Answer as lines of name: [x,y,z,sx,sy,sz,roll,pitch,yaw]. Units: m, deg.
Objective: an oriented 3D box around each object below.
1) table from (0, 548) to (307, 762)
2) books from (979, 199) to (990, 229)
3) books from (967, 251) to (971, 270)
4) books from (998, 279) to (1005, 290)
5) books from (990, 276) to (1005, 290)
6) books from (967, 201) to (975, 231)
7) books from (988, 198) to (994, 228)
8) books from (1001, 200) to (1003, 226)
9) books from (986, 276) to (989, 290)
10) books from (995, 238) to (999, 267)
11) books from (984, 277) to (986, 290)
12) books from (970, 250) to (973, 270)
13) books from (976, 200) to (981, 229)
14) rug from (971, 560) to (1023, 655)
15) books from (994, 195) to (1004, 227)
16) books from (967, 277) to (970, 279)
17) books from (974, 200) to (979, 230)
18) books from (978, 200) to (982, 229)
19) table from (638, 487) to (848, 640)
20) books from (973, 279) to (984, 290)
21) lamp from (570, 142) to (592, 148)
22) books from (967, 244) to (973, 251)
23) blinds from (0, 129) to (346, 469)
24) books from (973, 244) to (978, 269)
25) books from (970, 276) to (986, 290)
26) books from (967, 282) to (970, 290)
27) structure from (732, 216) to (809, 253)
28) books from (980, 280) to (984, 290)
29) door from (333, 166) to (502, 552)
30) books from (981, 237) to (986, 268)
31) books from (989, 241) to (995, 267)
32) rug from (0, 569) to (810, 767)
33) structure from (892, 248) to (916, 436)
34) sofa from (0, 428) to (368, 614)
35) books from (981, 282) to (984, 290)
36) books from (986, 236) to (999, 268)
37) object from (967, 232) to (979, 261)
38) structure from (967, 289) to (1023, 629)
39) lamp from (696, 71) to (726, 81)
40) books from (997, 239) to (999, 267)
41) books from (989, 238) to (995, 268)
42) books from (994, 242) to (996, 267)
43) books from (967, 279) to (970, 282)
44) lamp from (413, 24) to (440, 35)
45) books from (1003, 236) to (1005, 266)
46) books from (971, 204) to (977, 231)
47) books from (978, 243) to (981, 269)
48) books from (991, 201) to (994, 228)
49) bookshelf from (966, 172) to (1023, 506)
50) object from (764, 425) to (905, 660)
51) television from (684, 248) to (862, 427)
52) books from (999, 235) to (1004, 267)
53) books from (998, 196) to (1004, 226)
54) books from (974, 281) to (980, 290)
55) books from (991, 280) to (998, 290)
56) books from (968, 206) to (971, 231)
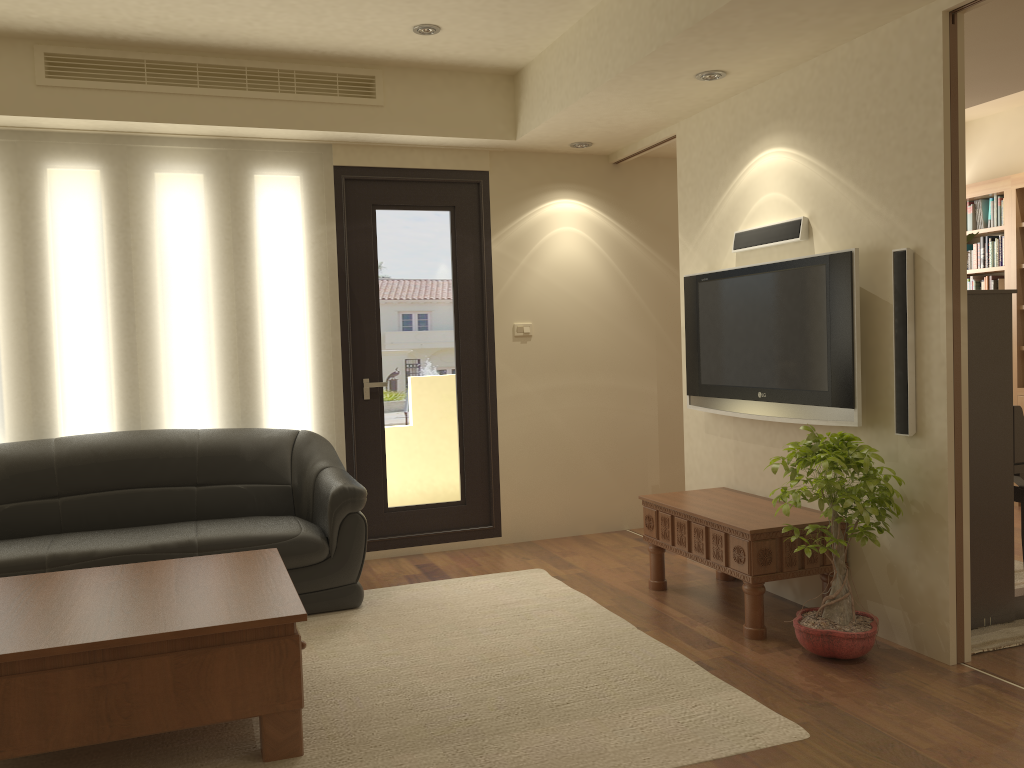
table: [-1.385,0.998,3.185,1.213,0.482,1.045,-3,3,-20]
books: [3.716,-1.316,6.911,0.148,0.242,0.043,-3,3,-20]
books: [3.697,-0.985,7.103,0.111,0.165,0.036,-3,3,-20]
books: [3.792,-0.702,6.828,0.127,0.215,0.011,-3,3,-20]
books: [3.765,-0.717,6.863,0.152,0.242,0.019,-3,3,-20]
books: [3.672,-1.327,7.034,0.145,0.255,0.019,-3,3,-20]
books: [3.743,-1.314,6.848,0.139,0.238,0.047,-3,3,-20]
books: [3.781,-1.291,6.731,0.150,0.202,0.032,-3,3,-20]
books: [3.750,-0.718,6.893,0.158,0.243,0.016,-3,3,-20]
books: [3.776,-1.003,6.800,0.168,0.224,0.014,-3,3,-20]
books: [3.745,-0.715,6.909,0.157,0.235,0.017,-3,3,-20]
books: [3.710,-0.983,7.068,0.111,0.165,0.036,-3,3,-20]
books: [3.705,-1.317,6.941,0.148,0.242,0.043,-3,3,-20]
rug: [2.224,1.039,4.655,1.412,0.011,1.717,-3,3,-20]
books: [3.757,-1.319,6.787,0.154,0.254,0.026,-3,3,-20]
books: [3.680,-0.731,7.103,0.145,0.255,0.019,-3,3,-20]
books: [3.699,-1.317,6.956,0.148,0.242,0.043,-3,3,-20]
books: [3.710,-1.316,6.926,0.148,0.242,0.043,-3,3,-20]
table: [1.114,0.850,4.401,0.538,0.493,1.009,-3,3,-20]
books: [3.707,-0.712,7.000,0.168,0.224,0.014,-3,3,-20]
lamp: [0.445,-1.559,5.716,0.143,0.059,0.143,-3,3,-14]
books: [3.677,-1.012,7.135,0.124,0.218,0.036,-3,3,-20]
blinds: [-2.387,-0.182,5.004,2.830,2.453,0.002,-3,3,-20]
books: [3.710,-1.001,6.989,0.162,0.206,0.036,-3,3,-20]
books: [3.702,-0.728,7.030,0.154,0.254,0.026,-3,3,-20]
books: [3.693,-0.707,7.056,0.156,0.211,0.026,-3,3,-20]
structure: [1.279,-0.742,4.436,0.048,0.111,0.559,-3,3,-20]
books: [3.741,-0.709,6.971,0.124,0.218,0.036,-3,3,-20]
door: [-0.598,-0.166,5.721,1.011,2.420,0.118,-3,3,-20]
books: [3.733,-1.023,6.934,0.154,0.254,0.026,-3,3,-20]
books: [3.760,-0.996,6.852,0.163,0.207,0.026,-3,3,-20]
rug: [-1.091,1.214,3.486,3.592,0.011,2.482,-3,3,-20]
structure: [1.606,-0.170,3.631,0.036,0.764,0.079,-3,3,-20]
sofa: [-1.971,0.727,4.564,2.337,0.918,0.944,-3,3,-20]
books: [3.741,-0.699,6.935,0.150,0.202,0.032,-3,3,-20]
books: [3.750,-1.023,6.902,0.145,0.255,0.019,-3,3,-20]
object: [1.945,-0.593,3.924,0.215,0.375,0.209,-2,3,3]
structure: [1.978,0.312,4.615,0.792,1.502,1.493,-3,3,-20]
lamp: [0.964,-1.512,4.297,0.143,0.059,0.143,-3,3,-14]
books: [3.780,-0.998,6.789,0.168,0.215,0.009,-3,3,-20]
books: [3.761,-1.013,6.881,0.139,0.237,0.026,-3,3,-20]
books: [3.776,-0.993,6.826,0.150,0.202,0.032,-3,3,-20]
books: [3.691,-0.722,7.083,0.139,0.237,0.026,-3,3,-20]
lamp: [-0.450,-1.881,4.662,0.143,0.059,0.143,-3,3,-14]
books: [3.800,-1.007,6.750,0.157,0.235,0.017,-3,3,-20]
books: [3.681,-1.305,6.977,0.168,0.215,0.013,-3,3,-20]
books: [3.724,-1.002,6.960,0.156,0.211,0.026,-3,3,-20]
books: [3.748,-1.298,6.813,0.156,0.211,0.026,-3,3,-20]
bookshelf: [4.077,-0.298,5.945,0.301,2.440,2.945,-3,3,-20]
object: [1.335,0.642,3.654,0.528,0.957,0.565,-1,3,23]
television: [1.269,-0.211,4.431,0.110,0.778,1.377,-3,3,-20]
books: [3.789,-1.012,6.777,0.158,0.243,0.016,-3,3,-20]
books: [3.768,-1.308,6.754,0.157,0.235,0.017,-3,3,-20]
books: [3.711,-0.707,6.987,0.168,0.215,0.013,-3,3,-20]
books: [3.768,-0.698,6.840,0.163,0.207,0.026,-3,3,-20]
books: [3.675,-1.302,7.004,0.162,0.206,0.036,-3,3,-20]
